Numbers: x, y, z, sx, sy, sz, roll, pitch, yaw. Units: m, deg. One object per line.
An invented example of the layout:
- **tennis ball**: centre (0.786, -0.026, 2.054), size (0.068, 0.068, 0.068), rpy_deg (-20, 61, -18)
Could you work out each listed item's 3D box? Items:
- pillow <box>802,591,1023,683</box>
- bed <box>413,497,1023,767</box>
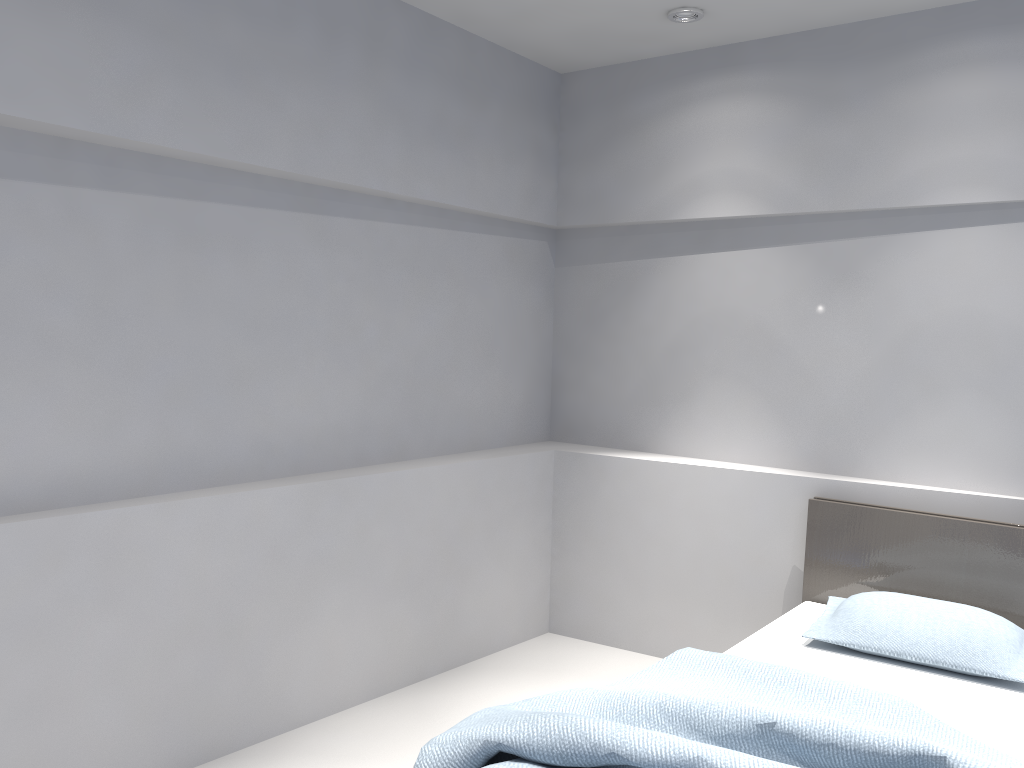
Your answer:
- **pillow**: centre (1.403, 0.828, 2.994), size (0.746, 0.173, 0.417), rpy_deg (4, 4, 33)
- **bed**: centre (0.910, 0.901, 2.472), size (1.411, 0.752, 2.319), rpy_deg (4, 4, 38)
